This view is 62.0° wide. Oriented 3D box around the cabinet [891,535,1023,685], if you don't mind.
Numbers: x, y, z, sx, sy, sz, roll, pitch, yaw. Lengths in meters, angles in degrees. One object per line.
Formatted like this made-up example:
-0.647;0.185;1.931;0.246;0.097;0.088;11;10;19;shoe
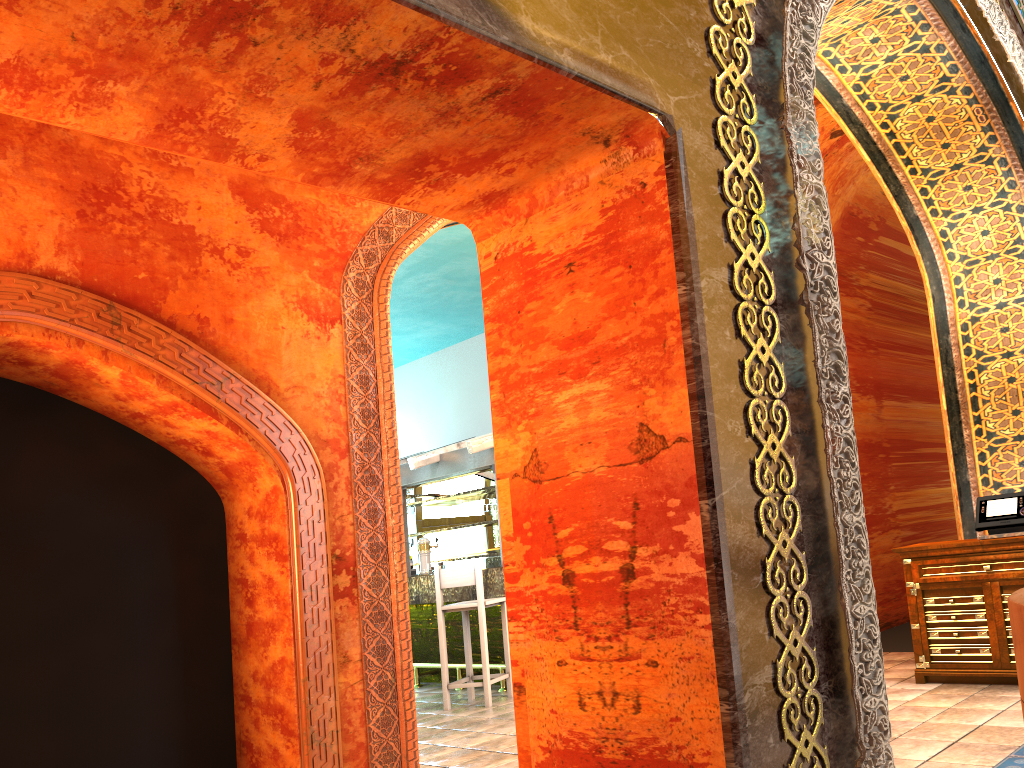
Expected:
3.644;1.667;6.297;0.555;1.043;1.335;1;-12;-44;cabinet

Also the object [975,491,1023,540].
3.684;0.975;6.340;0.414;0.315;0.280;-13;-10;34;object

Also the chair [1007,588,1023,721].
1.183;0.881;1.267;0.678;1.169;0.811;-7;-8;11;chair

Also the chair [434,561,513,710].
-0.350;2.366;8.121;0.474;1.325;0.532;-8;-7;21;chair
